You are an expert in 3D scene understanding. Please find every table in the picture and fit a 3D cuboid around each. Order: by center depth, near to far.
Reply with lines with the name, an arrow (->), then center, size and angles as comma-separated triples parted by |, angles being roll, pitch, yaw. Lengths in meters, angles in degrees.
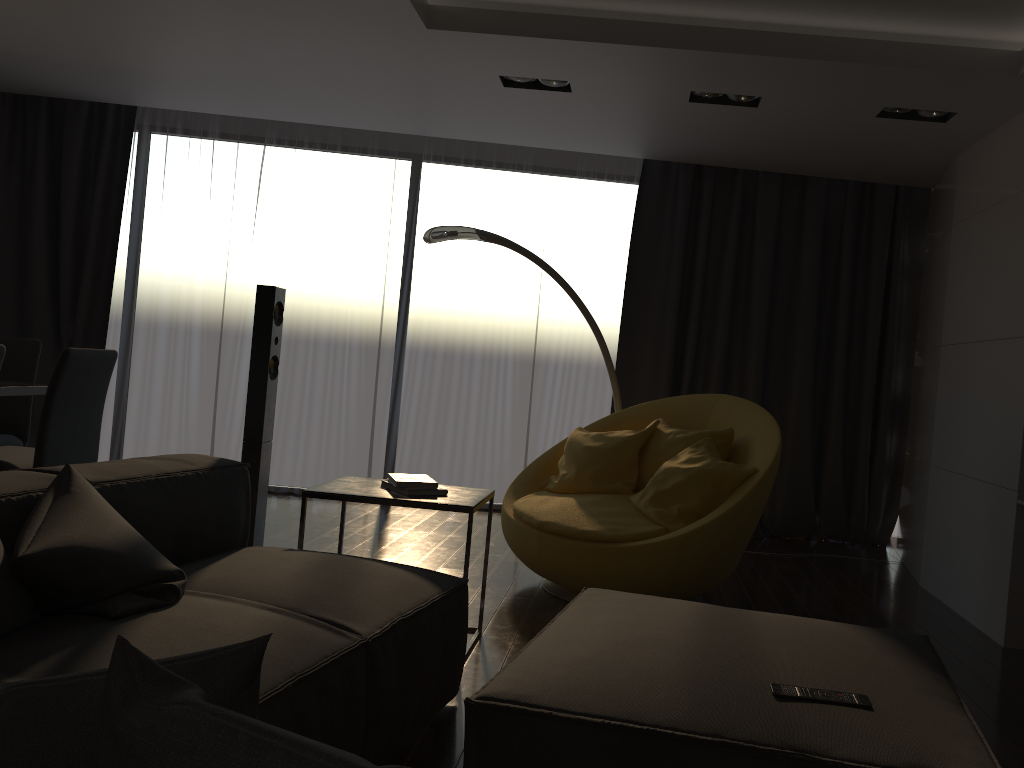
table -> -0.421, 0.672, 3.256 | 0.597, 0.563, 0.453 | 5, 1, 4
table -> -2.832, 0.348, 3.448 | 1.033, 0.760, 1.614 | 5, 1, 6

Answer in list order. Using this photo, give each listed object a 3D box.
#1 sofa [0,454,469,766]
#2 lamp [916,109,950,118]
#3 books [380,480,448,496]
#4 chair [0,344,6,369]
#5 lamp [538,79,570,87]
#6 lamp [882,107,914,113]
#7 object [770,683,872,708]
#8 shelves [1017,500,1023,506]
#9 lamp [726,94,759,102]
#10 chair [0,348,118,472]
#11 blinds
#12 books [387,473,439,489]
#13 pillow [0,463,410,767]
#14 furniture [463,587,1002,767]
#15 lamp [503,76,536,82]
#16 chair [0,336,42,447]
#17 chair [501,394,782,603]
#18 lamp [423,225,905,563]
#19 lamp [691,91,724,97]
sofa -> -0.281, 0.649, 1.553 | 2.669, 0.704, 2.547 | 6, 1, 15
lamp -> 2.134, -1.395, 4.442 | 0.172, 0.077, 0.182 | 6, 1, 17
books -> -0.364, 0.383, 3.255 | 0.171, 0.023, 0.220 | 4, 2, -35
chair -> -2.204, 0.311, 3.070 | 0.569, 0.964, 0.430 | 5, 0, 4
lamp -> 0.217, -1.572, 4.502 | 0.172, 0.077, 0.182 | 6, 1, 17
lamp -> 1.955, -1.412, 4.447 | 0.170, 0.077, 0.184 | 6, 1, 24
object -> 0.651, 0.657, 1.854 | 0.207, 0.015, 0.051 | 5, 1, 2
shelves -> 2.361, -0.087, 2.957 | 0.376, 1.600, 1.938 | 5, 1, 8
lamp -> 1.175, -1.483, 4.472 | 0.172, 0.077, 0.182 | 6, 1, 17
chair -> -2.105, 0.304, 3.770 | 0.569, 0.964, 0.430 | 5, 0, 4
blinds -> -0.893, -0.596, 6.050 | 7.564, 2.894, 0.740 | 5, 0, -5
books -> -0.370, 0.359, 3.267 | 0.160, 0.022, 0.198 | 5, 1, -18
pillow -> -0.838, 0.353, 1.180 | 1.109, 0.431, 1.997 | 4, 1, -32
furniture -> 0.554, 0.841, 2.180 | 1.068, 0.439, 1.125 | 6, 1, 15
lamp -> 0.038, -1.588, 4.508 | 0.177, 0.077, 0.176 | 5, 1, 0
chair -> -2.704, 0.237, 4.308 | 0.425, 0.964, 0.576 | 5, 0, 6
chair -> 0.615, 0.519, 4.346 | 1.190, 1.005, 1.448 | 5, 1, -28
lamp -> 1.480, 0.182, 5.541 | 4.375, 1.779, 0.562 | 5, 0, -18
lamp -> 0.996, -1.500, 4.477 | 0.170, 0.077, 0.184 | 6, 1, 24
